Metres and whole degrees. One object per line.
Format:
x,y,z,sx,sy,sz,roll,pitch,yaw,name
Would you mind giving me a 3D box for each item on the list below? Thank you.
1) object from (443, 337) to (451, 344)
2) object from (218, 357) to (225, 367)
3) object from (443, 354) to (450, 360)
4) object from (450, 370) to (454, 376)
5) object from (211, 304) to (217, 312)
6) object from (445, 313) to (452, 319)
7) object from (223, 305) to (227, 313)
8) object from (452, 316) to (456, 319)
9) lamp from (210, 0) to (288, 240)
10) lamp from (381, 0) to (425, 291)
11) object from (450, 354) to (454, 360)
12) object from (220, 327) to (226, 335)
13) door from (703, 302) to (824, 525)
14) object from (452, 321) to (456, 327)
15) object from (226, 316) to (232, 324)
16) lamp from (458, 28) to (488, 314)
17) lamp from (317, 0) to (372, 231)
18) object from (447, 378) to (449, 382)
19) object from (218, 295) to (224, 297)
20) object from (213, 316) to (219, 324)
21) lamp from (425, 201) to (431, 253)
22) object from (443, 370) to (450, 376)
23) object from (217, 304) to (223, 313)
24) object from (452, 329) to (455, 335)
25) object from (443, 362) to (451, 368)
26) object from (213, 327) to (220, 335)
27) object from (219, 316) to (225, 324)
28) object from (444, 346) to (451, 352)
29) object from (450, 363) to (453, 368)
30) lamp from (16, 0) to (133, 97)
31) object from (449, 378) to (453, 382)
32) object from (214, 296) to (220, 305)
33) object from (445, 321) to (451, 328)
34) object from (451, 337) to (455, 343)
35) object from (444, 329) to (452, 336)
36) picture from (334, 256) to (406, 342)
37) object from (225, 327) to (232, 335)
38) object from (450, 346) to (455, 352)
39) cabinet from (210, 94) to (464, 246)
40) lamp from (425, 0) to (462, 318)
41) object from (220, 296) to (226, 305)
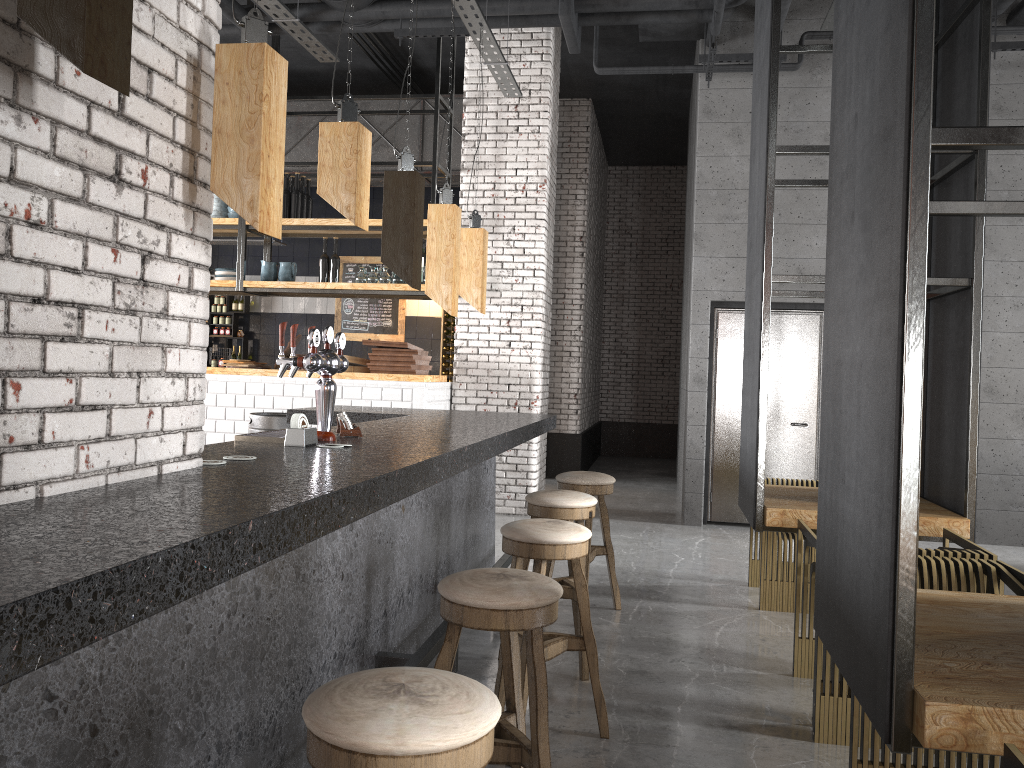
-0.836,-0.561,11.368,0.079,0.079,0.283,2,1,10,object
-3.921,-0.293,12.023,0.100,0.139,0.088,2,0,10,object
-0.842,-0.351,11.379,0.079,0.079,0.281,2,1,9,object
-0.755,-0.138,11.370,0.079,0.079,0.281,2,1,9,object
-4.039,-1.025,12.031,0.076,0.111,0.076,2,0,20,object
-0.823,-0.877,11.384,0.079,0.079,0.283,2,1,10,object
-3.876,-1.019,12.005,0.076,0.111,0.076,2,0,5,object
-0.732,-0.873,11.355,0.079,0.079,0.283,2,1,10,object
-0.620,-1.134,2.164,0.127,1.547,0.127,2,-1,10,lamp
-0.404,-1.141,3.447,0.127,1.547,0.127,2,-1,10,lamp
-0.751,-0.348,11.349,0.079,0.079,0.281,2,1,9,object
-3.917,-0.718,12.026,0.081,0.113,0.071,2,0,9,object
2.359,0.293,8.264,1.120,2.103,0.158,2,-1,10,door
-0.732,-0.768,11.377,0.079,0.079,0.283,2,1,10,object
-3.834,-0.860,11.995,0.076,0.111,0.076,2,0,-25,object
-0.188,-1.148,4.730,0.127,1.547,0.127,2,-1,10,lamp
-0.510,-1.201,2.806,0.127,1.420,0.127,2,-1,10,lamp
-0.849,-0.036,11.404,0.079,0.079,0.281,2,1,9,object
-3.950,-1.244,12.023,0.076,0.111,0.076,2,0,5,object
-4.011,-0.867,12.024,0.076,0.111,0.076,2,0,35,object
-1.043,-1.875,11.403,0.390,0.937,0.390,2,0,12,lamp
-0.845,-0.141,11.401,0.079,0.079,0.281,2,1,9,object
-3.957,-1.022,12.017,0.076,0.111,0.076,2,0,30,object
-0.732,-0.663,11.395,0.079,0.079,0.283,2,1,10,object
-0.844,-0.246,11.387,0.079,0.079,0.281,2,1,9,object
-4.013,-0.721,12.043,0.081,0.113,0.071,2,0,9,object
-3.924,-0.863,12.009,0.076,0.111,0.076,2,0,-15,object
-0.834,-0.456,11.404,0.079,0.079,0.281,2,1,9,object
-0.748,-0.243,11.391,0.079,0.079,0.281,2,1,9,object
-0.725,-1.206,1.523,0.127,1.395,0.127,2,-1,10,lamp
-0.763,-0.032,11.346,0.079,0.079,0.281,2,1,9,object
-3.994,-1.134,12.025,0.076,0.111,0.076,2,0,-15,object
-0.822,-0.772,11.408,0.079,0.079,0.283,2,1,10,object
-0.739,-0.558,11.375,0.079,0.079,0.283,2,1,10,object
-0.829,-0.667,11.391,0.079,0.079,0.283,2,1,10,object
-1.892,-1.134,11.863,0.980,1.142,0.020,2,-1,10,picture
-3.835,-0.715,12.013,0.081,0.113,0.071,2,0,9,object
-0.747,-0.453,11.354,0.079,0.079,0.281,2,1,9,object
-2.968,-2.632,11.186,5.864,1.769,0.682,2,0,10,cabinet
-0.297,-1.115,4.088,0.127,1.607,0.127,2,-1,10,lamp
-3.913,-1.131,12.014,0.076,0.111,0.076,2,0,15,object
